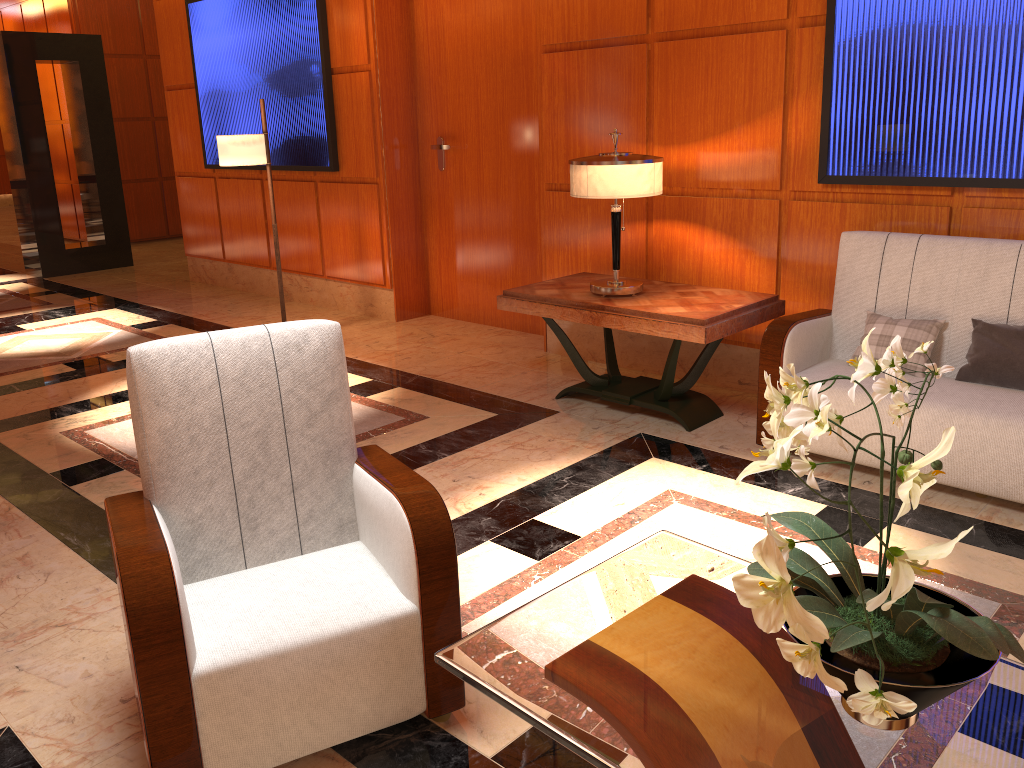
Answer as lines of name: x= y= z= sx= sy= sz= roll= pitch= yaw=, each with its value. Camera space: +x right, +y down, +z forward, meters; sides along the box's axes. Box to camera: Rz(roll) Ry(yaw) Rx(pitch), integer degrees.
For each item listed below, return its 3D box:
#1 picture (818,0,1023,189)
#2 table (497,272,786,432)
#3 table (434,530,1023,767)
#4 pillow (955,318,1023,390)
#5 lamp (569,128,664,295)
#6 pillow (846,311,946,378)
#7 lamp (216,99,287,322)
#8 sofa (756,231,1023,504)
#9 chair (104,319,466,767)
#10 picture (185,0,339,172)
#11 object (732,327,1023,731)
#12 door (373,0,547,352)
picture: x=2.161 y=-1.472 z=3.351 sx=2.005 sy=1.438 sz=0.057 roll=13 pitch=21 yaw=42
table: x=0.634 y=-0.172 z=4.555 sx=1.275 sy=0.601 sz=0.730 roll=13 pitch=22 yaw=42
table: x=0.654 y=0.818 z=1.441 sx=0.726 sy=0.491 sz=1.567 roll=-16 pitch=22 yaw=-41
pillow: x=1.947 y=-0.110 z=3.463 sx=0.359 sy=0.250 sz=0.161 roll=11 pitch=20 yaw=39
lamp: x=0.513 y=-0.853 z=4.373 sx=0.458 sy=0.786 sz=0.463 roll=0 pitch=15 yaw=6
pillow: x=1.612 y=-0.171 z=3.737 sx=0.196 sy=0.225 sz=0.346 roll=-15 pitch=21 yaw=-39
lamp: x=-1.676 y=-1.075 z=6.020 sx=0.360 sy=1.644 sz=0.530 roll=8 pitch=18 yaw=33
sofa: x=1.915 y=-0.054 z=3.411 sx=1.806 sy=0.923 sz=0.616 roll=13 pitch=22 yaw=42
chair: x=-0.594 y=0.375 z=2.224 sx=0.740 sy=0.951 sz=0.633 roll=-10 pitch=17 yaw=-26
picture: x=-2.096 y=-2.499 z=7.283 sx=2.005 sy=1.438 sz=0.057 roll=13 pitch=21 yaw=42
object: x=0.588 y=0.251 z=1.420 sx=0.418 sy=0.611 sz=0.795 roll=4 pitch=17 yaw=20
door: x=-0.264 y=-1.651 z=6.072 sx=1.544 sy=2.625 sz=0.342 roll=12 pitch=20 yaw=42
